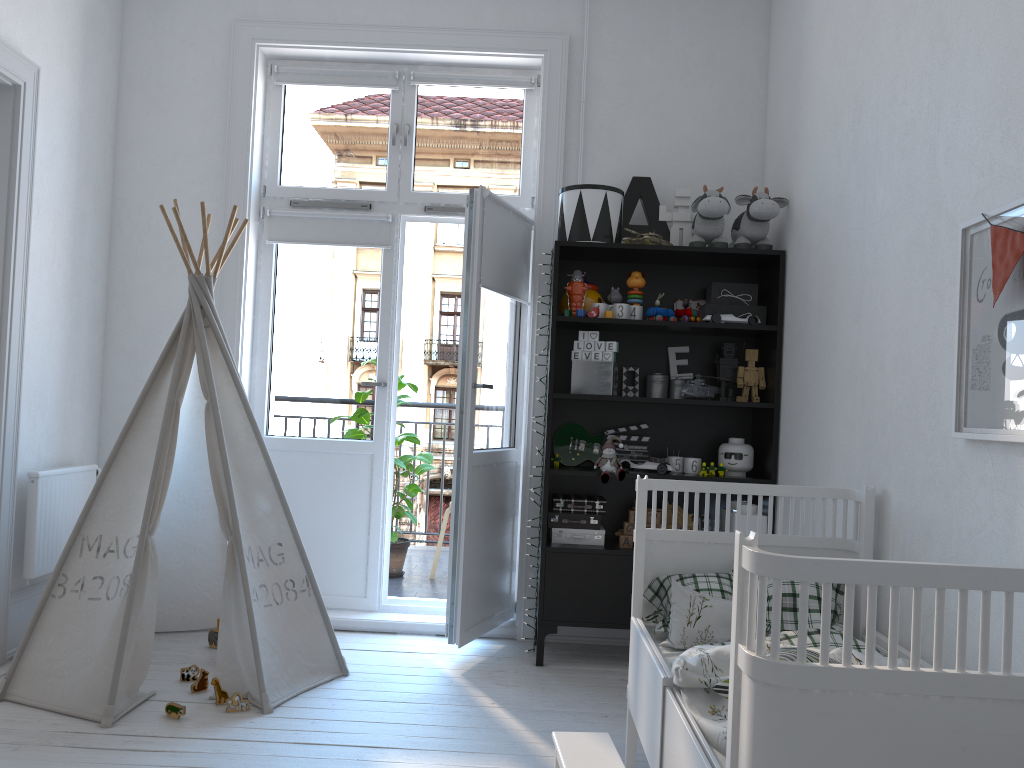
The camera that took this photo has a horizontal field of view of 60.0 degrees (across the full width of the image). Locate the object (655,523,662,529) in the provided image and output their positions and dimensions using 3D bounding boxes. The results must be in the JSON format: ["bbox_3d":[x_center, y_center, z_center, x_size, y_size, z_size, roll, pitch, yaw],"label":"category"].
[{"bbox_3d":[0.589,0.591,3.603,0.050,0.050,0.050,3,-1,1],"label":"object"}]

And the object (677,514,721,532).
[{"bbox_3d":[0.761,0.616,3.796,0.347,0.120,0.034,3,-1,1],"label":"object"}]

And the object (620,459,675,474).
[{"bbox_3d":[0.546,0.335,3.600,0.230,0.048,0.098,2,-2,26],"label":"object"}]

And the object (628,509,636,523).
[{"bbox_3d":[0.499,0.537,3.591,0.050,0.050,0.050,3,-1,1],"label":"object"}]

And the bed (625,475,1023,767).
[{"bbox_3d":[0.657,0.669,1.895,0.670,0.832,1.404,3,-2,1],"label":"bed"}]

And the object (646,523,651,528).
[{"bbox_3d":[0.535,0.587,3.577,0.050,0.050,0.050,3,-1,1],"label":"object"}]

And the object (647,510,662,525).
[{"bbox_3d":[0.578,0.540,3.592,0.050,0.050,0.050,2,-2,21],"label":"object"}]

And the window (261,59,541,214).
[{"bbox_3d":[-0.506,-1.134,4.056,1.263,0.660,0.101,3,-1,1],"label":"window"}]

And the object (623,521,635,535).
[{"bbox_3d":[0.479,0.585,3.598,0.050,0.050,0.050,3,-1,1],"label":"object"}]

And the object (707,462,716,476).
[{"bbox_3d":[0.809,0.344,3.588,0.042,0.054,0.031,3,-1,1],"label":"object"}]

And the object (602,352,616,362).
[{"bbox_3d":[0.389,-0.109,3.555,0.040,0.040,0.040,2,-2,31],"label":"object"}]

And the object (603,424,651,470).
[{"bbox_3d":[0.485,0.263,3.752,0.201,0.199,0.048,3,-1,1],"label":"object"}]

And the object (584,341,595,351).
[{"bbox_3d":[0.316,-0.152,3.578,0.040,0.040,0.040,2,-2,21],"label":"object"}]

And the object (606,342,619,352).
[{"bbox_3d":[0.403,-0.148,3.553,0.040,0.040,0.040,2,-2,26],"label":"object"}]

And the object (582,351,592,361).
[{"bbox_3d":[0.305,-0.111,3.588,0.040,0.040,0.040,2,-1,6],"label":"object"}]

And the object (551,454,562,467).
[{"bbox_3d":[0.186,0.318,3.704,0.042,0.054,0.031,2,-1,11],"label":"object"}]

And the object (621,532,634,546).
[{"bbox_3d":[0.475,0.636,3.632,0.050,0.050,0.050,3,-1,1],"label":"object"}]

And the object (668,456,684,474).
[{"bbox_3d":[0.672,0.332,3.637,0.067,0.067,0.067,2,-2,15],"label":"object"}]

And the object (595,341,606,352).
[{"bbox_3d":[0.360,-0.150,3.565,0.040,0.040,0.040,2,-2,31],"label":"object"}]

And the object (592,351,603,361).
[{"bbox_3d":[0.345,-0.110,3.568,0.040,0.040,0.040,2,-2,16],"label":"object"}]

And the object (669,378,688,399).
[{"bbox_3d":[0.712,0.020,3.671,0.078,0.091,0.246,3,-2,-4],"label":"object"}]

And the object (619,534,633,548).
[{"bbox_3d":[0.459,0.634,3.577,0.050,0.050,0.050,3,-1,1],"label":"object"}]

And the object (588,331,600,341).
[{"bbox_3d":[0.331,-0.191,3.575,0.040,0.040,0.040,2,-1,11],"label":"object"}]

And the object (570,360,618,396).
[{"bbox_3d":[0.335,-0.022,3.605,0.170,0.138,0.124,2,-1,16],"label":"object"}]

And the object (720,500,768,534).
[{"bbox_3d":[0.942,0.582,3.618,0.132,0.199,0.267,3,-2,1],"label":"object"}]

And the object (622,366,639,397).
[{"bbox_3d":[0.507,-0.006,3.792,0.070,0.134,0.028,3,-1,1],"label":"object"}]

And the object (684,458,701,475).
[{"bbox_3d":[0.731,0.334,3.589,0.067,0.067,0.067,2,-2,15],"label":"object"}]

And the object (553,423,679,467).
[{"bbox_3d":[0.443,0.293,3.778,0.542,0.239,0.093,3,-1,1],"label":"object"}]

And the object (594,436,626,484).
[{"bbox_3d":[0.389,0.297,3.486,0.110,0.186,0.129,3,-1,-12],"label":"object"}]

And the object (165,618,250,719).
[{"bbox_3d":[-0.964,0.905,3.150,0.385,0.283,0.857,3,-2,-7],"label":"object"}]

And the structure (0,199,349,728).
[{"bbox_3d":[-1.169,0.173,3.257,1.143,1.749,1.143,3,-1,-23],"label":"structure"}]

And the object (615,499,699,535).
[{"bbox_3d":[0.609,0.579,3.710,0.337,0.186,0.111,2,-1,16],"label":"object"}]

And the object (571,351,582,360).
[{"bbox_3d":[0.265,-0.113,3.591,0.040,0.040,0.040,2,-2,16],"label":"object"}]

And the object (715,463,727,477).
[{"bbox_3d":[0.839,0.344,3.558,0.031,0.054,0.042,4,-2,-44],"label":"object"}]

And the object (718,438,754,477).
[{"bbox_3d":[0.919,0.302,3.638,0.139,0.162,0.139,3,-2,-24],"label":"object"}]

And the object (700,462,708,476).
[{"bbox_3d":[0.766,0.340,3.535,0.042,0.054,0.031,4,-2,-39],"label":"object"}]

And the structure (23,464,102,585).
[{"bbox_3d":[-1.775,0.560,3.573,0.075,0.460,0.636,3,-2,-3],"label":"structure"}]

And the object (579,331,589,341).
[{"bbox_3d":[0.291,-0.193,3.586,0.040,0.040,0.040,2,-1,6],"label":"object"}]

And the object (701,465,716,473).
[{"bbox_3d":[0.777,0.356,3.745,0.163,0.034,0.069,3,-2,1],"label":"object"}]

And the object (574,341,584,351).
[{"bbox_3d":[0.272,-0.153,3.590,0.040,0.040,0.040,2,-1,11],"label":"object"}]
